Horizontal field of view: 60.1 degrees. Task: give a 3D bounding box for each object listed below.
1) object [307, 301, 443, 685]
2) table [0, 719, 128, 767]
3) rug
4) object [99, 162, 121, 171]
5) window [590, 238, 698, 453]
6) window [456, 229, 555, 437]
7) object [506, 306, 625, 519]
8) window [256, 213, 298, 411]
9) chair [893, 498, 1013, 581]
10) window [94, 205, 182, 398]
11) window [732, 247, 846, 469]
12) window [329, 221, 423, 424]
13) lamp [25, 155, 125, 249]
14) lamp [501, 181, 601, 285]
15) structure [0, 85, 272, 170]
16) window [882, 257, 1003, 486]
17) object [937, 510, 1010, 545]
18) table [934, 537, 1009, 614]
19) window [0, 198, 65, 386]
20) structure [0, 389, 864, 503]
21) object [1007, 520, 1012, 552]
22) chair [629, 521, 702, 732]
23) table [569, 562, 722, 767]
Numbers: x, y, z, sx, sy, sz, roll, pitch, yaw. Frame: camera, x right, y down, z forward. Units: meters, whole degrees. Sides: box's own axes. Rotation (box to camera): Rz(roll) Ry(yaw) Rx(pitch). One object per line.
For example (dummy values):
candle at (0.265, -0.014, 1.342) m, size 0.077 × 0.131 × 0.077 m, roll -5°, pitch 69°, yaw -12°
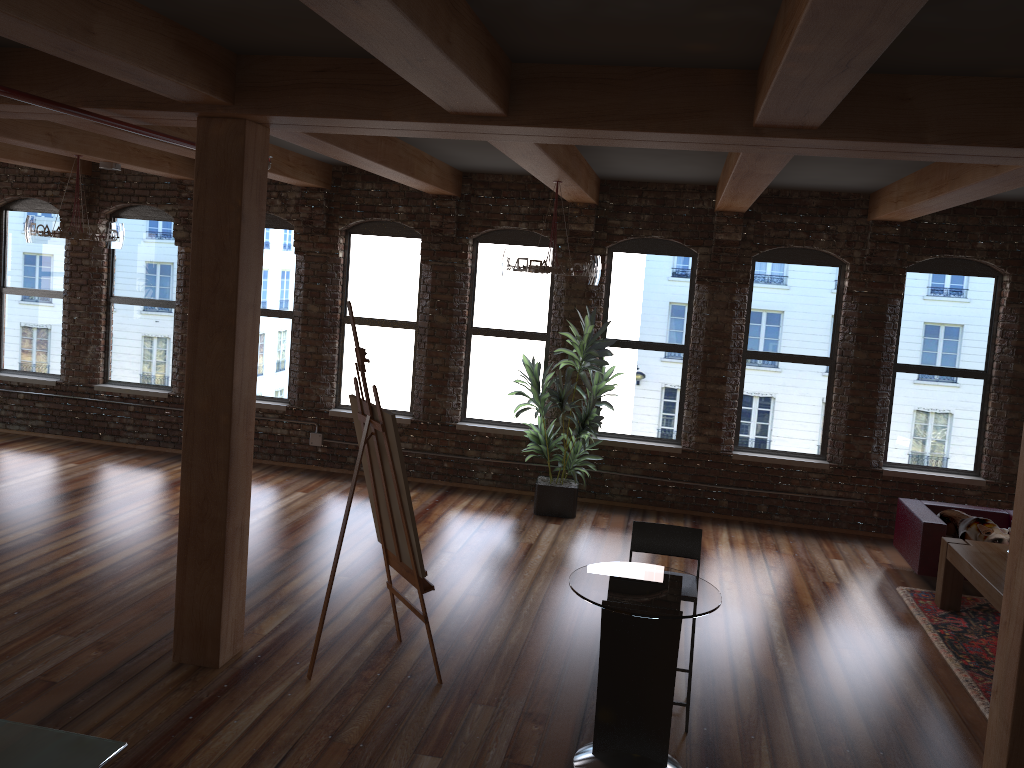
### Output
object at (-0.782, 0.600, 5.089) m, size 0.684 × 2.133 × 0.705 m, roll 2°, pitch 5°, yaw -29°
table at (-2.418, 1.539, 2.946) m, size 1.872 × 0.558 × 0.943 m, roll 6°, pitch 7°, yaw 10°
rug at (3.610, 1.884, 6.015) m, size 1.344 × 0.009 × 2.471 m, roll 6°, pitch 7°, yaw 10°
object at (-3.833, -2.085, 8.455) m, size 0.147 × 0.072 × 0.146 m, roll 5°, pitch 7°, yaw 10°
window at (1.396, -0.433, 9.312) m, size 0.969 × 2.207 × 0.236 m, roll 5°, pitch 5°, yaw 10°
window at (-0.042, -0.573, 9.578) m, size 0.969 × 2.207 × 0.236 m, roll 5°, pitch 5°, yaw 10°
object at (0.509, 0.242, 8.910) m, size 1.082 × 2.096 × 0.968 m, roll 6°, pitch 5°, yaw 23°
window at (-2.917, -0.852, 10.112) m, size 0.969 × 2.207 × 0.237 m, roll 5°, pitch 5°, yaw 10°
chair at (3.926, 1.418, 7.548) m, size 1.071 × 0.590 × 0.869 m, roll 5°, pitch 6°, yaw 10°
window at (-4.355, -0.992, 10.375) m, size 0.969 × 2.207 × 0.231 m, roll 5°, pitch 5°, yaw 10°
window at (2.831, -0.293, 9.046) m, size 0.969 × 2.207 × 0.236 m, roll 5°, pitch 5°, yaw 10°
window at (-1.480, -0.712, 9.843) m, size 0.969 × 2.207 × 0.233 m, roll 5°, pitch 5°, yaw 10°
lamp at (-3.919, -1.651, 7.978) m, size 0.810 × 0.812 × 0.812 m, roll -1°, pitch 8°, yaw -43°
lamp at (0.340, -1.237, 7.189) m, size 0.809 × 0.812 × 0.813 m, roll 0°, pitch 7°, yaw -37°
structure at (-2.518, -1.347, 3.557) m, size 0.051 × 0.111 × 6.834 m, roll 5°, pitch 7°, yaw 10°
window at (4.268, -0.153, 8.780) m, size 0.969 × 2.207 × 0.236 m, roll 5°, pitch 5°, yaw 10°
object at (3.854, 1.250, 7.425) m, size 0.364 × 0.295 × 0.758 m, roll 2°, pitch 7°, yaw -18°
table at (3.632, 1.608, 6.041) m, size 0.901 × 0.548 × 1.757 m, roll 5°, pitch 7°, yaw 10°
window at (-5.788, -1.131, 10.642) m, size 0.969 × 2.207 × 0.234 m, roll 5°, pitch 5°, yaw 10°
structure at (-3.232, 0.433, 10.107) m, size 13.707 × 0.312 × 1.640 m, roll 5°, pitch 7°, yaw 4°
object at (3.759, 1.150, 6.640) m, size 0.076 × 0.231 × 0.095 m, roll 9°, pitch 7°, yaw 43°
chair at (0.820, 1.321, 4.932) m, size 0.430 × 0.978 × 0.468 m, roll 5°, pitch 5°, yaw 10°
table at (0.598, 1.424, 4.258) m, size 0.724 × 0.921 × 0.722 m, roll 8°, pitch 7°, yaw 35°
